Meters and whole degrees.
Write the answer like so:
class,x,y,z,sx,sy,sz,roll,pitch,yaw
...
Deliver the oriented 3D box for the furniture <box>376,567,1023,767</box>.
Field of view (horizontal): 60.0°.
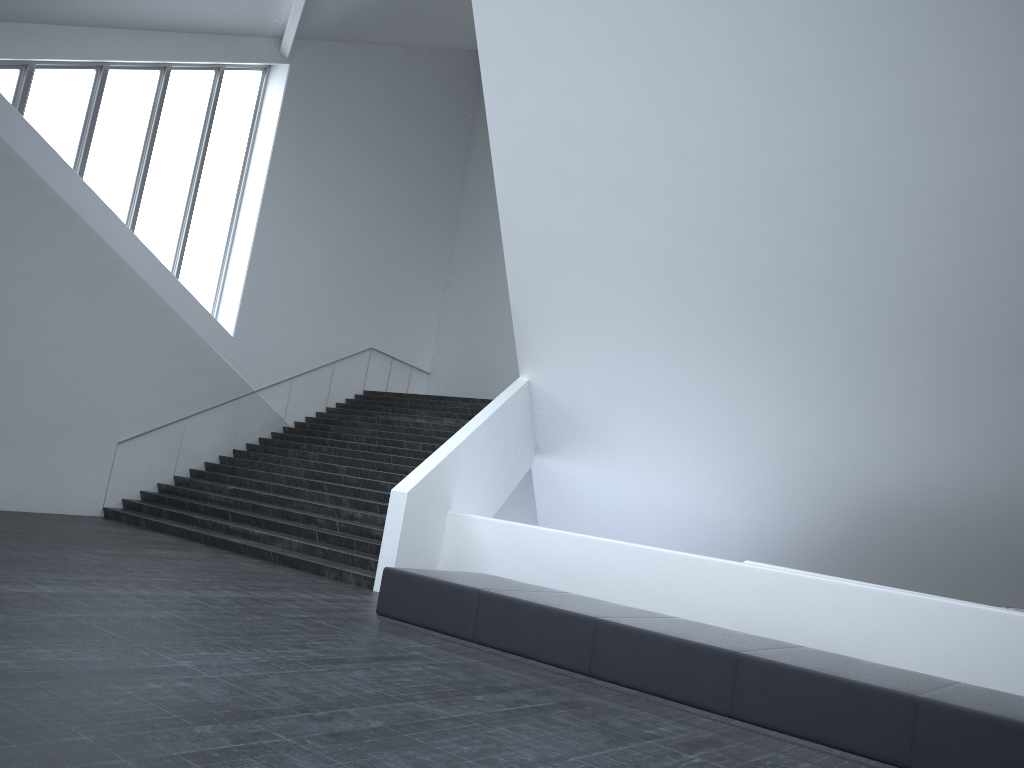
class,x,y,z,sx,sy,sz,roll,pitch,yaw
furniture,1.481,2.247,6.962,5.742,0.580,1.488,3,-10,37
